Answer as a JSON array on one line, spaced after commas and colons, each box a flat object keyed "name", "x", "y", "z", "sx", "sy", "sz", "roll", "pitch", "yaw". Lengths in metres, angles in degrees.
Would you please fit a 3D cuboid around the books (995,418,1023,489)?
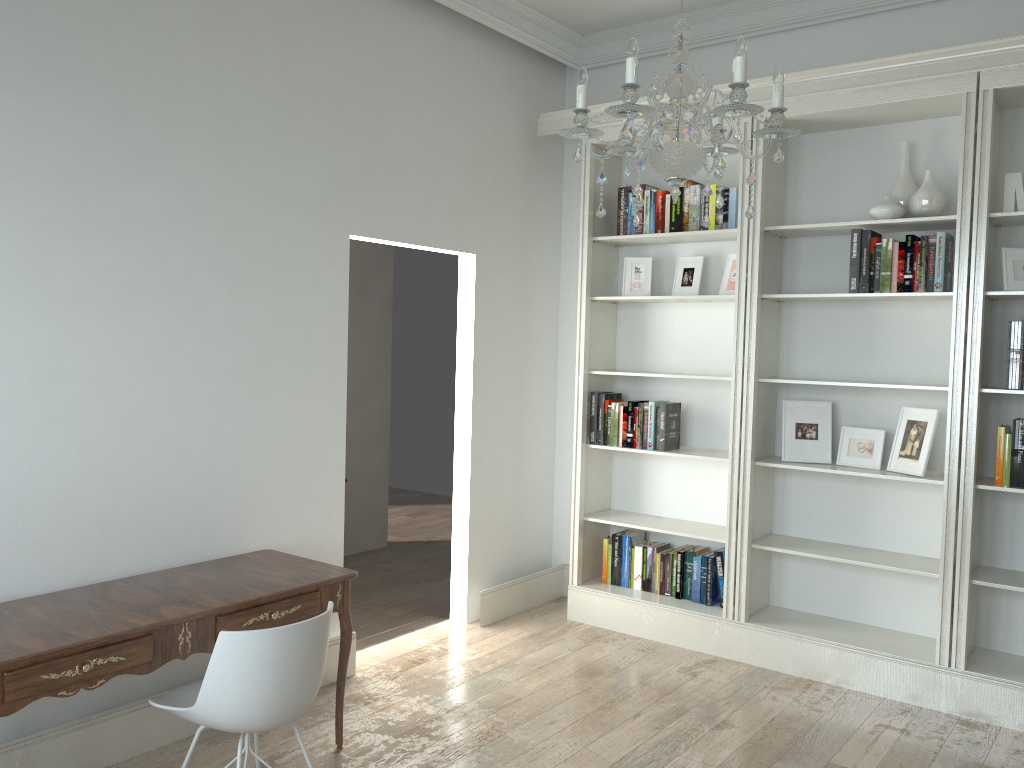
[{"name": "books", "x": 2.400, "y": 0.297, "z": 3.579, "sx": 0.762, "sy": 0.302, "sz": 0.207, "roll": 3, "pitch": 3, "yaw": 38}]

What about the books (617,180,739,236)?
[{"name": "books", "x": 0.912, "y": -0.940, "z": 4.786, "sx": 0.691, "sy": 0.301, "sz": 0.201, "roll": 3, "pitch": 3, "yaw": 38}]

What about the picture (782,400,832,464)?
[{"name": "picture", "x": 1.453, "y": 0.233, "z": 4.376, "sx": 0.231, "sy": 0.300, "sz": 0.127, "roll": 2, "pitch": 2, "yaw": 12}]

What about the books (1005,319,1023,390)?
[{"name": "books", "x": 2.399, "y": -0.114, "z": 3.576, "sx": 0.691, "sy": 0.301, "sz": 0.201, "roll": 3, "pitch": 3, "yaw": 38}]

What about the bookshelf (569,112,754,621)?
[{"name": "bookshelf", "x": 0.857, "y": -0.108, "z": 4.765, "sx": 0.972, "sy": 2.523, "sz": 0.399, "roll": 3, "pitch": 3, "yaw": 37}]

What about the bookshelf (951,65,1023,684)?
[{"name": "bookshelf", "x": 2.409, "y": -0.016, "z": 3.598, "sx": 0.972, "sy": 2.523, "sz": 0.399, "roll": 3, "pitch": 3, "yaw": 37}]

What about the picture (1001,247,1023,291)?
[{"name": "picture", "x": 2.169, "y": -0.479, "z": 3.760, "sx": 0.206, "sy": 0.192, "sz": 0.124, "roll": 2, "pitch": 2, "yaw": 2}]

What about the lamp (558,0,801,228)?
[{"name": "lamp", "x": 0.476, "y": -1.718, "z": 2.353, "sx": 0.648, "sy": 2.542, "sz": 0.577, "roll": 2, "pitch": 2, "yaw": 7}]

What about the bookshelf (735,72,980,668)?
[{"name": "bookshelf", "x": 1.633, "y": -0.062, "z": 4.182, "sx": 0.972, "sy": 2.523, "sz": 0.399, "roll": 3, "pitch": 3, "yaw": 37}]

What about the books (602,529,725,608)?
[{"name": "books", "x": 0.873, "y": 0.987, "z": 4.839, "sx": 0.762, "sy": 0.302, "sz": 0.207, "roll": 3, "pitch": 3, "yaw": 38}]

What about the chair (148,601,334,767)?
[{"name": "chair", "x": -0.812, "y": 1.027, "z": 2.714, "sx": 0.514, "sy": 0.715, "sz": 0.478, "roll": 3, "pitch": 3, "yaw": 36}]

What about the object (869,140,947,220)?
[{"name": "object", "x": 1.818, "y": -0.930, "z": 4.056, "sx": 0.319, "sy": 0.397, "sz": 0.316, "roll": 3, "pitch": 3, "yaw": 26}]

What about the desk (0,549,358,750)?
[{"name": "desk", "x": -1.219, "y": 1.032, "z": 2.905, "sx": 0.555, "sy": 0.668, "sz": 1.443, "roll": 3, "pitch": 3, "yaw": 37}]

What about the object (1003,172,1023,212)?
[{"name": "object", "x": 2.419, "y": -0.786, "z": 3.550, "sx": 0.790, "sy": 0.180, "sz": 0.034, "roll": 3, "pitch": 3, "yaw": 37}]

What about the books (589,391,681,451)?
[{"name": "books", "x": 0.680, "y": 0.199, "z": 4.884, "sx": 0.465, "sy": 0.291, "sz": 0.205, "roll": 3, "pitch": 3, "yaw": 37}]

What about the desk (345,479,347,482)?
[{"name": "desk", "x": -1.480, "y": 0.921, "z": 5.398, "sx": 0.555, "sy": 0.668, "sz": 0.800, "roll": 3, "pitch": 3, "yaw": 37}]

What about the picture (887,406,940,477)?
[{"name": "picture", "x": 1.835, "y": 0.258, "z": 4.034, "sx": 0.124, "sy": 0.300, "sz": 0.202, "roll": 1, "pitch": 3, "yaw": -23}]

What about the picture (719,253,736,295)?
[{"name": "picture", "x": 1.151, "y": -0.560, "z": 4.558, "sx": 0.094, "sy": 0.228, "sz": 0.153, "roll": 0, "pitch": 3, "yaw": -28}]

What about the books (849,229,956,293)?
[{"name": "books", "x": 1.788, "y": -0.551, "z": 3.990, "sx": 0.465, "sy": 0.291, "sz": 0.205, "roll": 3, "pitch": 3, "yaw": 37}]

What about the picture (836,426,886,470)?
[{"name": "picture", "x": 1.684, "y": 0.304, "z": 4.256, "sx": 0.206, "sy": 0.192, "sz": 0.124, "roll": 3, "pitch": 3, "yaw": 37}]

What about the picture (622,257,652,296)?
[{"name": "picture", "x": 0.694, "y": -0.587, "z": 4.902, "sx": 0.153, "sy": 0.228, "sz": 0.094, "roll": 2, "pitch": 2, "yaw": 12}]

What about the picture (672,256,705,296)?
[{"name": "picture", "x": 0.955, "y": -0.576, "z": 4.789, "sx": 0.153, "sy": 0.228, "sz": 0.094, "roll": 3, "pitch": 3, "yaw": 37}]
